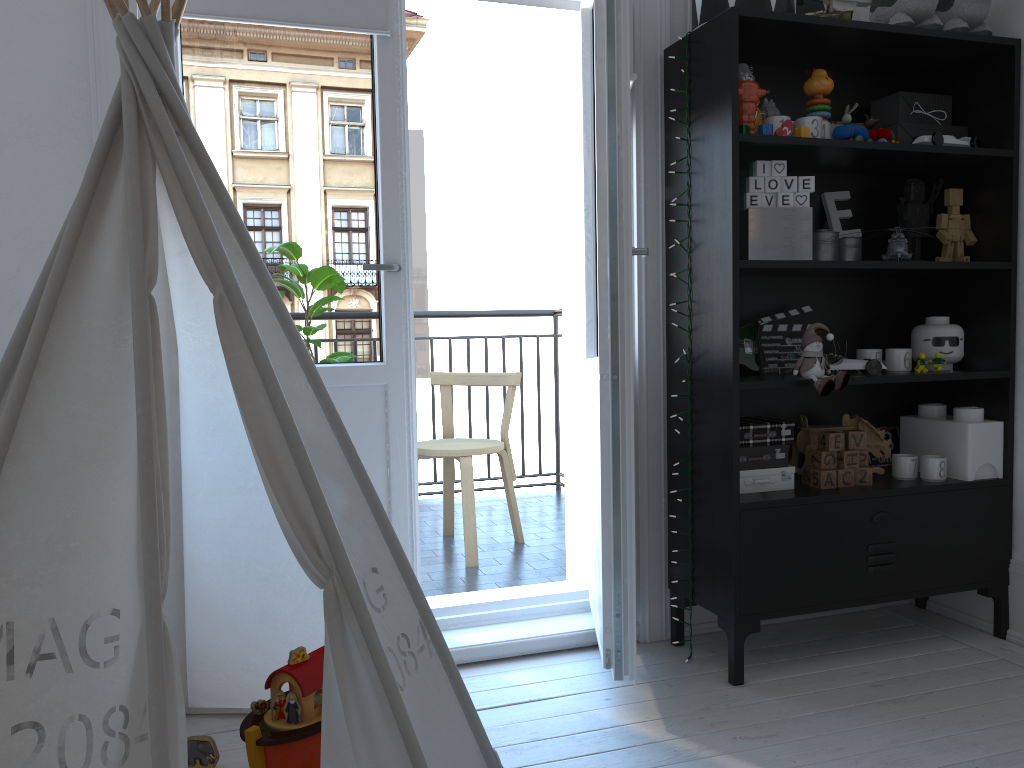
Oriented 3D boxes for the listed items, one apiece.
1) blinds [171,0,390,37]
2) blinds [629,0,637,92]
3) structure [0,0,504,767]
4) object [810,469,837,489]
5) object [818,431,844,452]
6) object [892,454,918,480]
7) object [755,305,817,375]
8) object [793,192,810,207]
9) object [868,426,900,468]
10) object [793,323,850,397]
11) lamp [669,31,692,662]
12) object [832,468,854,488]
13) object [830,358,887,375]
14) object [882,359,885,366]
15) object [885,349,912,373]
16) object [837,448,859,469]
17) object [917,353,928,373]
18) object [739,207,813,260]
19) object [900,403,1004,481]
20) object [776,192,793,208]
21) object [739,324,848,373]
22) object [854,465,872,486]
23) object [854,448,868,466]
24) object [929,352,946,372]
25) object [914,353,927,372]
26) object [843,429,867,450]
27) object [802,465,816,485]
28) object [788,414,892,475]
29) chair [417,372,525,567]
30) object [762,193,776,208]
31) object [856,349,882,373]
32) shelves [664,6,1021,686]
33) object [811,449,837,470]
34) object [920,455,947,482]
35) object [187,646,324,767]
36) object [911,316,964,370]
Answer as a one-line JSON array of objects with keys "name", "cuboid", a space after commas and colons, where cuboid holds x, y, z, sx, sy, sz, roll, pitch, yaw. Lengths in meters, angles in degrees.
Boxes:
[{"name": "blinds", "cuboid": [-0.596, -0.999, 2.279, 0.565, 0.158, 0.032, -2, 4, -19]}, {"name": "blinds", "cuboid": [0.284, -0.901, 2.283, 0.032, 0.391, 0.565, -1, 4, 1]}, {"name": "structure", "cuboid": [-0.605, -0.037, 1.532, 1.142, 1.750, 1.143, -5, 5, -43]}, {"name": "object", "cuboid": [0.846, 0.257, 2.411, 0.050, 0.050, 0.050, -2, 4, -19]}, {"name": "object", "cuboid": [0.873, 0.156, 2.427, 0.050, 0.050, 0.050, -2, 4, -19]}, {"name": "object", "cuboid": [1.118, 0.236, 2.523, 0.067, 0.067, 0.067, -1, 4, -4]}, {"name": "object", "cuboid": [0.791, -0.127, 2.546, 0.200, 0.199, 0.048, -2, 4, -19]}, {"name": "object", "cuboid": [0.746, -0.473, 2.292, 0.040, 0.040, 0.040, 0, 4, 11]}, {"name": "object", "cuboid": [1.056, 0.198, 2.714, 0.347, 0.120, 0.034, -2, 4, -19]}, {"name": "object", "cuboid": [0.792, -0.064, 2.268, 0.110, 0.186, 0.129, -3, 4, -31]}, {"name": "lamp", "cuboid": [0.879, -0.102, 2.541, 0.985, 1.685, 0.095, -3, 4, -21]}, {"name": "object", "cuboid": [0.902, 0.255, 2.430, 0.050, 0.050, 0.050, -2, 4, -14]}, {"name": "object", "cuboid": [0.903, -0.048, 2.430, 0.230, 0.048, 0.098, -1, 3, 6]}, {"name": "object", "cuboid": [1.073, -0.058, 2.645, 0.163, 0.034, 0.069, -2, 4, -19]}, {"name": "object", "cuboid": [1.081, -0.065, 2.481, 0.067, 0.067, 0.067, -1, 4, -4]}, {"name": "object", "cuboid": [0.915, 0.205, 2.432, 0.050, 0.050, 0.050, -2, 4, -19]}, {"name": "object", "cuboid": [1.132, -0.057, 2.443, 0.031, 0.054, 0.042, 1, 4, 32]}, {"name": "object", "cuboid": [0.683, -0.386, 2.330, 0.170, 0.138, 0.124, -1, 4, -4]}, {"name": "object", "cuboid": [1.284, 0.162, 2.602, 0.132, 0.199, 0.267, -2, 4, -19]}, {"name": "object", "cuboid": [0.700, -0.472, 2.290, 0.040, 0.040, 0.040, -1, 4, -4]}, {"name": "object", "cuboid": [0.745, -0.095, 2.560, 0.542, 0.239, 0.093, -2, 4, -18]}, {"name": "object", "cuboid": [0.965, 0.253, 2.451, 0.050, 0.050, 0.050, 0, 4, 11]}, {"name": "object", "cuboid": [0.958, 0.202, 2.474, 0.050, 0.050, 0.050, -2, 4, -19]}, {"name": "object", "cuboid": [1.194, -0.061, 2.488, 0.042, 0.054, 0.031, 1, 4, 27]}, {"name": "object", "cuboid": [1.155, -0.061, 2.506, 0.042, 0.054, 0.031, -2, 4, -18]}, {"name": "object", "cuboid": [0.948, 0.153, 2.455, 0.050, 0.050, 0.050, -1, 4, 1]}, {"name": "object", "cuboid": [0.843, 0.254, 2.468, 0.050, 0.050, 0.050, -2, 4, -19]}, {"name": "object", "cuboid": [0.940, 0.180, 2.579, 0.337, 0.186, 0.111, -1, 4, -4]}, {"name": "chair", "cuboid": [-0.212, 0.315, 3.594, 0.436, 0.716, 0.498, 1, 4, 26]}, {"name": "object", "cuboid": [0.655, -0.471, 2.295, 0.040, 0.040, 0.040, -2, 4, -14]}, {"name": "object", "cuboid": [1.010, -0.065, 2.506, 0.067, 0.067, 0.067, -1, 4, -4]}, {"name": "shelves", "cuboid": [0.924, -0.097, 2.490, 0.911, 1.678, 0.353, -2, 4, -19]}, {"name": "object", "cuboid": [0.855, 0.206, 2.433, 0.050, 0.050, 0.050, -2, 4, -19]}, {"name": "object", "cuboid": [1.182, 0.237, 2.487, 0.067, 0.067, 0.067, -1, 4, -4]}, {"name": "object", "cuboid": [-0.335, 0.681, 1.573, 0.385, 0.284, 0.856, -3, 4, -27]}, {"name": "object", "cuboid": [1.239, -0.116, 2.585, 0.139, 0.162, 0.139, -5, 5, -43]}]
